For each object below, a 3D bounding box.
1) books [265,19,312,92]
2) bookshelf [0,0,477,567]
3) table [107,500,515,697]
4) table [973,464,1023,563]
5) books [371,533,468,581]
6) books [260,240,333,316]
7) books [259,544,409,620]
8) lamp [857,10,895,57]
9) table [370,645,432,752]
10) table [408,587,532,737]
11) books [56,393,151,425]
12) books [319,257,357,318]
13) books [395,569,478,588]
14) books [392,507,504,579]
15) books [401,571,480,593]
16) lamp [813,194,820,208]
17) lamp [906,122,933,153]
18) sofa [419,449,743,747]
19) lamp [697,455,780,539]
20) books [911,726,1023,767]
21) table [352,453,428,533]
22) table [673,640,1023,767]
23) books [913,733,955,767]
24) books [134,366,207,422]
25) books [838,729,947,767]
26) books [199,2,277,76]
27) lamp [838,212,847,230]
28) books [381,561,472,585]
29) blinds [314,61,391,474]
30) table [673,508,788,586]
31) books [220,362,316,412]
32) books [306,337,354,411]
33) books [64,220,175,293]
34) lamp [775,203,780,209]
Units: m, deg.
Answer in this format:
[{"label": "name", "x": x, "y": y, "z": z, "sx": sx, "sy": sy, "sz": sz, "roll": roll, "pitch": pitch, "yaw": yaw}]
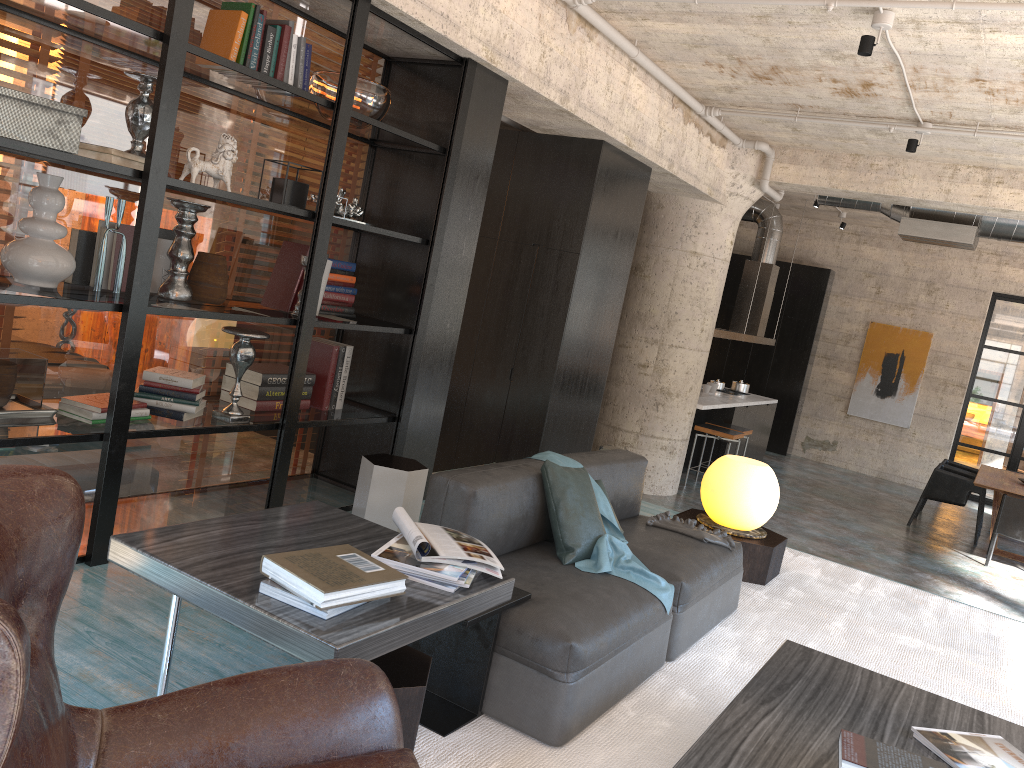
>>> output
[{"label": "books", "x": -1.067, "y": -1.503, "z": 4.075, "sx": 0.221, "sy": 0.298, "sz": 0.258, "roll": 15, "pitch": 8, "yaw": 29}, {"label": "bookshelf", "x": -1.428, "y": -0.598, "z": 3.945, "sx": 0.628, "sy": 2.571, "sz": 2.900, "roll": 15, "pitch": 8, "yaw": 29}, {"label": "table", "x": -0.580, "y": 0.766, "z": 2.525, "sx": 0.800, "sy": 0.570, "sz": 0.800, "roll": 15, "pitch": 8, "yaw": 29}, {"label": "table", "x": 5.972, "y": 1.558, "z": 10.196, "sx": 1.299, "sy": 0.756, "sz": 2.410, "roll": 15, "pitch": 8, "yaw": 29}, {"label": "books", "x": -0.239, "y": 0.495, "z": 2.597, "sx": 0.252, "sy": 0.011, "sz": 0.318, "roll": 13, "pitch": 7, "yaw": 11}, {"label": "books", "x": -1.111, "y": -0.552, "z": 4.619, "sx": 0.216, "sy": 0.354, "sz": 0.256, "roll": 15, "pitch": 8, "yaw": 29}, {"label": "books", "x": -0.448, "y": 0.494, "z": 2.242, "sx": 0.278, "sy": 0.075, "sz": 0.320, "roll": 16, "pitch": 8, "yaw": 33}, {"label": "lamp", "x": 1.937, "y": -1.862, "z": 4.715, "sx": 0.141, "sy": 0.215, "sz": 0.107, "roll": 13, "pitch": 7, "yaw": 11}, {"label": "table", "x": -0.415, "y": 0.920, "z": 2.443, "sx": 0.316, "sy": 0.340, "sz": 0.365, "roll": 11, "pitch": 7, "yaw": -1}, {"label": "table", "x": -0.249, "y": 0.867, "z": 3.015, "sx": 0.420, "sy": 0.390, "sz": 0.413, "roll": 15, "pitch": 8, "yaw": 29}, {"label": "books", "x": -1.721, "y": 0.102, "z": 3.750, "sx": 0.231, "sy": 0.068, "sz": 0.319, "roll": 14, "pitch": 7, "yaw": 20}, {"label": "books", "x": -1.062, "y": -0.552, "z": 4.921, "sx": 0.303, "sy": 0.303, "sz": 0.378, "roll": 15, "pitch": 8, "yaw": 30}, {"label": "books", "x": -0.222, "y": 0.518, "z": 2.617, "sx": 0.252, "sy": 0.011, "sz": 0.318, "roll": 12, "pitch": 7, "yaw": 6}, {"label": "books", "x": -0.199, "y": 0.482, "z": 2.666, "sx": 0.273, "sy": 0.109, "sz": 0.322, "roll": 9, "pitch": 7, "yaw": -21}, {"label": "books", "x": -0.232, "y": 0.528, "z": 2.604, "sx": 0.252, "sy": 0.011, "sz": 0.318, "roll": 13, "pitch": 7, "yaw": 15}, {"label": "lamp", "x": 3.893, "y": -2.377, "z": 11.342, "sx": 0.145, "sy": 0.236, "sz": 0.107, "roll": 13, "pitch": 7, "yaw": 12}, {"label": "lamp", "x": 3.086, "y": -1.866, "z": 6.720, "sx": 0.141, "sy": 0.215, "sz": 0.107, "roll": 13, "pitch": 7, "yaw": 11}, {"label": "sofa", "x": 0.304, "y": 0.717, "z": 3.898, "sx": 1.019, "sy": 0.680, "sz": 2.063, "roll": 15, "pitch": 8, "yaw": 29}, {"label": "lamp", "x": 1.371, "y": 0.662, "z": 5.350, "sx": 0.462, "sy": 0.417, "sz": 0.462, "roll": 7, "pitch": 8, "yaw": -33}, {"label": "books", "x": 1.402, "y": 1.103, "z": 2.634, "sx": 0.318, "sy": 0.011, "sz": 0.252, "roll": 10, "pitch": 7, "yaw": -12}, {"label": "table", "x": -0.663, "y": 0.588, "z": 4.816, "sx": 0.316, "sy": 0.340, "sz": 0.365, "roll": 8, "pitch": 8, "yaw": -31}, {"label": "table", "x": 1.018, "y": 1.218, "z": 2.502, "sx": 0.900, "sy": 0.309, "sz": 1.500, "roll": 15, "pitch": 8, "yaw": 29}, {"label": "books", "x": 1.408, "y": 1.116, "z": 2.633, "sx": 0.318, "sy": 0.011, "sz": 0.252, "roll": 10, "pitch": 7, "yaw": -17}, {"label": "books", "x": -1.557, "y": 0.039, "z": 4.039, "sx": 0.306, "sy": 0.188, "sz": 0.257, "roll": 11, "pitch": 7, "yaw": -6}, {"label": "books", "x": 0.965, "y": 1.016, "z": 2.268, "sx": 0.279, "sy": 0.116, "sz": 0.322, "roll": 13, "pitch": 7, "yaw": 14}, {"label": "books", "x": -1.192, "y": -1.499, "z": 3.862, "sx": 0.216, "sy": 0.290, "sz": 0.231, "roll": 15, "pitch": 8, "yaw": 29}, {"label": "lamp", "x": 4.826, "y": -2.383, "z": 12.961, "sx": 0.145, "sy": 0.236, "sz": 0.107, "roll": 13, "pitch": 7, "yaw": 12}, {"label": "books", "x": -0.236, "y": 0.506, "z": 2.605, "sx": 0.252, "sy": 0.011, "sz": 0.318, "roll": 12, "pitch": 7, "yaw": 6}, {"label": "blinds", "x": -1.770, "y": -0.493, "z": 4.133, "sx": 0.136, "sy": 3.160, "sz": 2.915, "roll": 15, "pitch": 8, "yaw": 29}, {"label": "table", "x": 1.220, "y": 0.977, "z": 5.238, "sx": 0.616, "sy": 0.230, "sz": 1.044, "roll": 15, "pitch": 8, "yaw": 29}, {"label": "books", "x": -1.286, "y": 0.014, "z": 4.683, "sx": 0.274, "sy": 0.197, "sz": 0.393, "roll": 15, "pitch": 8, "yaw": 29}, {"label": "books", "x": -1.076, "y": -0.062, "z": 4.964, "sx": 0.277, "sy": 0.362, "sz": 0.191, "roll": 14, "pitch": 7, "yaw": 24}, {"label": "books", "x": -1.691, "y": -0.566, "z": 3.980, "sx": 0.147, "sy": 0.299, "sz": 0.547, "roll": 15, "pitch": 8, "yaw": 29}, {"label": "lamp", "x": 3.997, "y": -2.607, "z": 13.432, "sx": 0.145, "sy": 0.236, "sz": 0.107, "roll": 13, "pitch": 7, "yaw": 12}]
